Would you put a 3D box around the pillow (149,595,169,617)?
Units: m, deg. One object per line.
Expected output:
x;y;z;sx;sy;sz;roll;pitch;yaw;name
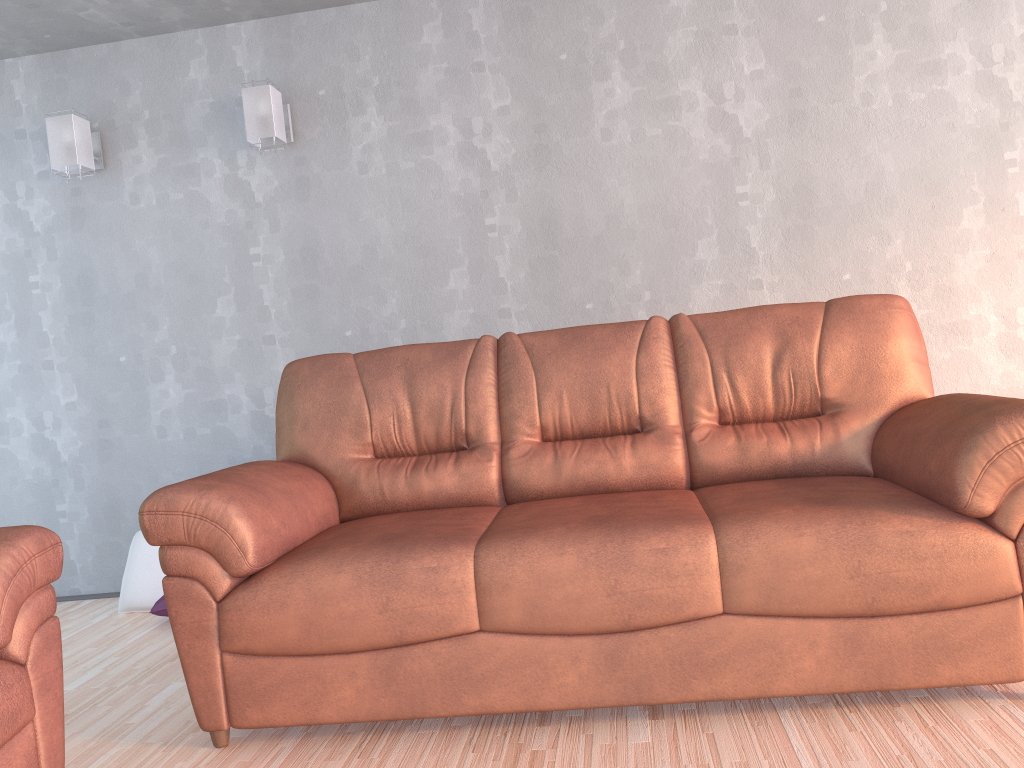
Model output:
-1.197;0.841;3.559;0.392;0.130;0.365;-5;1;27;pillow

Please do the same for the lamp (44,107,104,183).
-1.920;-1.042;3.881;0.165;0.319;0.168;-6;1;7;lamp

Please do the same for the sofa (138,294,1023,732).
0.228;0.278;2.488;2.202;0.923;0.981;-6;1;7;sofa

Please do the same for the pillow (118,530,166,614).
-1.482;0.786;3.743;0.327;0.326;0.241;-6;1;11;pillow

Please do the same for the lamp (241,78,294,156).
-1.047;-1.133;3.782;0.165;0.319;0.177;-6;1;7;lamp

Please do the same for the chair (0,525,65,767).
-1.488;0.505;1.577;0.936;0.879;0.970;-6;1;6;chair
